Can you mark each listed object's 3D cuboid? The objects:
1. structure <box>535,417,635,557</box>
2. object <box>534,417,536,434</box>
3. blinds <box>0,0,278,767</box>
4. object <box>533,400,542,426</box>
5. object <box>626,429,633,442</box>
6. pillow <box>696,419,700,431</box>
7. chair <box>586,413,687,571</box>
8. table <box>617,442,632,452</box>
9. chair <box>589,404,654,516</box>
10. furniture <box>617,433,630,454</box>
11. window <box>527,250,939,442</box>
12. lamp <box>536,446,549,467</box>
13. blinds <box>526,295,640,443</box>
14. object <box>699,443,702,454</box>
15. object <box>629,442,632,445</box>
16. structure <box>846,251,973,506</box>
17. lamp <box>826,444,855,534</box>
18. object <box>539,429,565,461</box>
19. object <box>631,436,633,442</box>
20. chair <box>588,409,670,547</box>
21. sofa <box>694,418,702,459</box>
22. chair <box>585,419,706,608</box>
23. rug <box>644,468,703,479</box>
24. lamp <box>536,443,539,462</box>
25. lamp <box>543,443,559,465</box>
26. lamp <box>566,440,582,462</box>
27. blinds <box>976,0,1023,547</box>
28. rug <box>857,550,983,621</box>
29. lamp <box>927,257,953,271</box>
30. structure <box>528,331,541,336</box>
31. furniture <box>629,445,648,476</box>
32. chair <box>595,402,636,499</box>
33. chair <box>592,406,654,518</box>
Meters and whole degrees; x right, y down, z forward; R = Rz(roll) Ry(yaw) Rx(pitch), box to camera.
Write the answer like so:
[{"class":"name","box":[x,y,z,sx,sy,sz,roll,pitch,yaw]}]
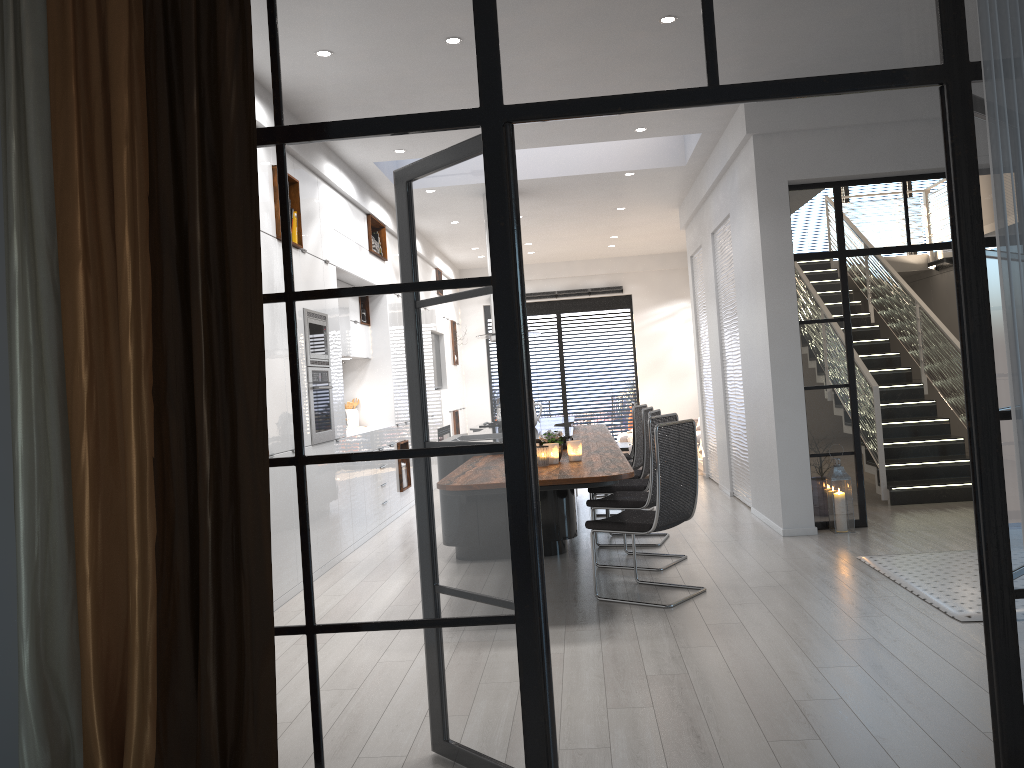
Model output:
[{"class":"structure","box":[0.183,0.846,7.368,1.377,0.887,5.639,-4,0,4]},{"class":"object","box":[0.143,0.294,6.920,0.071,0.219,0.071,-5,-2,30]},{"class":"blinds","box":[-1.059,-0.159,2.448,0.810,3.047,0.254,-4,-2,4]},{"class":"object","box":[0.154,0.277,8.255,0.211,0.254,0.183,-5,-1,38]},{"class":"object","box":[1.967,0.815,13.475,0.417,0.355,0.761,-4,0,12]},{"class":"pillow","box":[3.056,0.488,12.082,0.590,0.392,2.027,-4,0,-7]},{"class":"chair","box":[0.853,0.731,6.172,0.536,1.019,0.471,-5,-2,34]},{"class":"table","box":[1.863,1.003,12.326,1.000,0.350,1.000,-4,0,4]},{"class":"chair","box":[1.017,0.723,8.516,0.536,1.019,0.471,-5,-1,24]},{"class":"furniture","box":[1.963,0.942,13.524,0.699,0.460,0.699,-4,-1,4]},{"class":"window","box":[3.838,-1.589,15.704,8.565,5.065,0.462,-4,-2,3]},{"class":"lamp","box":[0.186,0.432,5.302,0.078,0.120,0.078,-4,-1,-13]},{"class":"blinds","box":[0.893,-0.112,15.547,2.584,2.722,0.358,-4,-2,4]},{"class":"object","box":[2.801,0.676,11.423,0.722,0.493,0.711,-4,-1,1]},{"class":"object","box":[1.755,0.821,12.396,0.333,0.030,0.582,-4,0,-32]},{"class":"structure","box":[4.488,-0.812,9.697,2.393,3.604,5.800,-4,0,4]},{"class":"lamp","box":[2.495,0.793,6.768,0.148,0.666,0.157,-4,-1,4]},{"class":"object","box":[0.256,0.383,5.536,0.151,0.206,0.157,-4,-1,21]},{"class":"object","box":[1.700,0.746,12.213,0.110,0.183,0.119,-4,-1,10]},{"class":"chair","box":[0.905,0.729,6.988,0.536,1.019,0.471,-4,-1,19]},{"class":"sofa","box":[2.982,0.686,12.042,0.898,0.826,2.092,-4,0,4]},{"class":"chair","box":[0.773,0.736,5.237,0.536,1.019,0.471,-5,-2,39]},{"class":"rug","box":[1.737,1.176,12.387,1.623,0.020,2.519,-4,0,4]},{"class":"lamp","box":[0.125,0.434,5.479,0.095,0.124,0.095,-4,-1,21]},{"class":"lamp","box":[0.241,0.425,5.399,0.095,0.124,0.095,-4,-1,-3]},{"class":"lamp","box":[0.389,0.415,5.503,0.095,0.124,0.095,-5,-1,37]},{"class":"blinds","box":[1.949,-0.361,2.318,1.301,3.070,0.052,-4,-2,5]},{"class":"rug","box":[3.333,1.052,4.963,2.275,0.020,1.584,-4,0,4]},{"class":"lamp","box":[5.706,-1.584,11.771,0.152,0.124,0.567,-4,0,4]},{"class":"structure","box":[-0.086,-1.246,9.535,0.695,1.609,1.043,-4,-1,3]},{"class":"furniture","box":[1.863,0.946,11.213,0.699,0.460,0.699,-4,-1,-1]},{"class":"chair","box":[1.077,0.720,9.477,0.536,1.019,0.470,-4,-1,4]},{"class":"chair","box":[0.959,0.726,7.705,0.536,1.019,0.471,-4,-1,19]}]
